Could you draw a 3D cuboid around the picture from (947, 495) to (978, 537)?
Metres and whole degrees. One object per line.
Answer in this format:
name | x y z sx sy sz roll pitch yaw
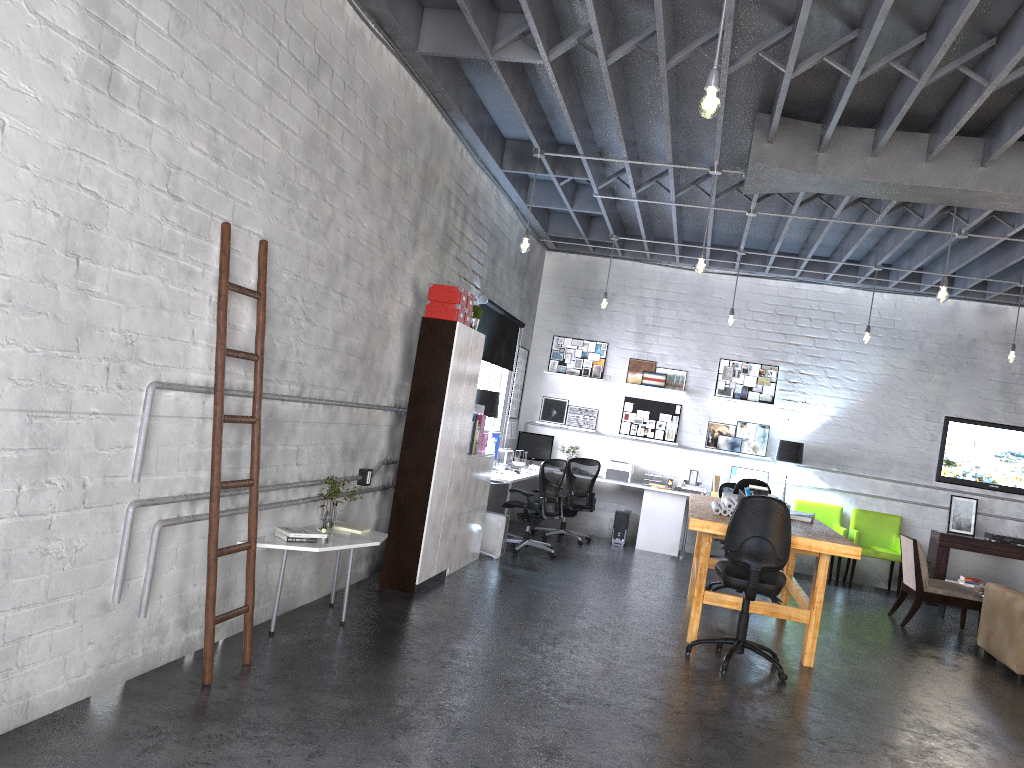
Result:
picture | 5.470 1.597 10.760 0.308 0.457 0.092 9 -1 12

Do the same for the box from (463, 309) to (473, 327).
box | -0.464 -0.529 6.931 0.270 0.131 0.206 9 -1 12

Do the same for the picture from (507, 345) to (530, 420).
picture | 0.087 -0.010 11.468 0.020 0.935 0.659 9 -1 12

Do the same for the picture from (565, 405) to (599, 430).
picture | 0.925 0.444 11.759 0.409 0.277 0.036 9 -1 12

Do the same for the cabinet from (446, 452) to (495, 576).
cabinet | -0.577 1.109 8.060 0.465 1.021 1.152 9 -1 12

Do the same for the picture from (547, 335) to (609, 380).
picture | 0.875 -0.353 11.799 0.749 0.503 0.058 9 -1 12

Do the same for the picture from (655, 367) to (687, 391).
picture | 2.059 -0.060 11.552 0.409 0.277 0.036 9 -1 12

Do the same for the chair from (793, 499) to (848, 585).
chair | 3.732 1.922 10.884 0.611 0.920 0.516 9 -1 12

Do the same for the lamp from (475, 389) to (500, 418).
lamp | -0.329 0.472 8.850 0.334 0.832 0.333 9 -1 -27

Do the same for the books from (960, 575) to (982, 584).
books | 5.069 2.160 9.796 0.185 0.041 0.129 9 -2 6

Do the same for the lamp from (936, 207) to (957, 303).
lamp | 3.396 -1.063 6.881 0.104 0.878 0.104 9 -1 12

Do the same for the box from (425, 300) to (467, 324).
box | -0.505 -0.542 6.726 0.270 0.131 0.206 9 -1 12

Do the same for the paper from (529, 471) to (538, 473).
paper | 0.233 1.028 10.410 0.159 0.001 0.115 9 -2 0

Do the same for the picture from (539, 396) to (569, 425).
picture | 0.558 0.356 11.840 0.355 0.343 0.042 9 -1 12

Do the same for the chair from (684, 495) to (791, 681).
chair | 1.590 1.316 6.028 0.658 1.164 0.687 9 -1 10

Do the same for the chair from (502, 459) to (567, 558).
chair | 0.207 1.268 9.438 0.752 1.031 0.732 9 -1 15

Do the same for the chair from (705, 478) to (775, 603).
chair | 2.281 1.499 8.502 0.658 1.164 0.687 9 -1 10

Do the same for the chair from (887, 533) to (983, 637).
chair | 4.174 1.965 8.670 0.724 0.842 0.575 9 -1 12

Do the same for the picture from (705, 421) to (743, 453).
picture | 2.724 0.681 11.376 0.451 0.345 0.054 9 -1 12

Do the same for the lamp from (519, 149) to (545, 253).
lamp | 0.167 -1.551 7.555 0.104 0.878 0.104 9 -1 12

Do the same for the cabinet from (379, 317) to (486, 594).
cabinet | -0.607 0.554 7.031 0.291 2.046 0.874 9 -1 12

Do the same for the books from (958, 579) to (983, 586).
books | 5.067 2.192 9.803 0.208 0.024 0.144 9 -2 -3

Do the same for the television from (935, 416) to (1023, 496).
television | 5.879 0.888 10.724 1.323 0.816 0.021 9 -1 11

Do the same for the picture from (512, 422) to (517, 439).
picture | 0.035 0.608 11.636 0.036 0.221 0.289 9 -1 12

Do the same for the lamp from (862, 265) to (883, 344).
lamp | 3.995 -0.880 9.846 0.104 0.878 0.104 9 -1 12

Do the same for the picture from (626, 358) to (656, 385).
picture | 1.692 -0.149 11.633 0.355 0.343 0.042 9 -1 12

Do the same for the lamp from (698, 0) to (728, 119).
lamp | 0.890 -1.552 3.732 0.104 0.878 0.104 9 -1 30

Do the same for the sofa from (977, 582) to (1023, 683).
sofa | 5.123 2.174 7.057 2.329 0.628 1.105 9 -1 12

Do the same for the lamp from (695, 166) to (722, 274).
lamp | 1.601 -1.334 7.255 0.104 0.878 0.104 9 -1 12

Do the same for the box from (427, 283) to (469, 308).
box | -0.485 -0.670 6.728 0.270 0.131 0.206 9 -1 12

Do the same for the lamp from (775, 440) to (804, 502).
lamp | 3.413 1.126 11.015 0.334 0.832 0.333 9 -1 -27

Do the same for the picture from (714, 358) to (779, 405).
picture | 3.004 -0.032 11.355 0.749 0.503 0.058 9 -1 12

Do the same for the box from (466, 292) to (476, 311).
box | -0.445 -0.658 6.932 0.268 0.133 0.206 9 -1 12

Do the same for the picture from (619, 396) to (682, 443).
picture | 1.806 0.463 11.575 0.749 0.503 0.058 9 -1 12

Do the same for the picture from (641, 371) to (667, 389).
picture | 1.850 -0.051 11.578 0.311 0.196 0.029 9 -1 12

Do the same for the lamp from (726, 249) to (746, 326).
lamp | 2.560 -1.097 10.146 0.104 0.878 0.104 9 -1 12

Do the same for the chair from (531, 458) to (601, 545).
chair | 0.664 1.382 10.830 0.752 1.031 0.733 8 -1 35

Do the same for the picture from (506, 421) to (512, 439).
picture | -0.034 0.587 11.295 0.036 0.221 0.289 9 -1 12

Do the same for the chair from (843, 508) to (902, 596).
chair | 4.405 2.024 10.744 0.611 0.920 0.516 9 -1 12

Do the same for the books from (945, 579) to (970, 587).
books | 4.803 2.154 9.568 0.223 0.027 0.161 8 -2 21

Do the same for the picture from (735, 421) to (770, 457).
picture | 3.057 0.700 11.317 0.409 0.408 0.048 9 -1 12

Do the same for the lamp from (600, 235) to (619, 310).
lamp | 1.142 -1.311 10.442 0.104 0.878 0.104 9 -1 12

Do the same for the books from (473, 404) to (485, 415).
books | -0.366 0.319 8.343 0.192 0.267 0.060 9 -1 12

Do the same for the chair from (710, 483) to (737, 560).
chair | 2.599 1.679 10.583 0.732 1.031 0.752 9 -1 -20

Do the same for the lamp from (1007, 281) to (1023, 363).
lamp | 5.435 -0.662 9.545 0.104 0.878 0.104 9 -1 -35
